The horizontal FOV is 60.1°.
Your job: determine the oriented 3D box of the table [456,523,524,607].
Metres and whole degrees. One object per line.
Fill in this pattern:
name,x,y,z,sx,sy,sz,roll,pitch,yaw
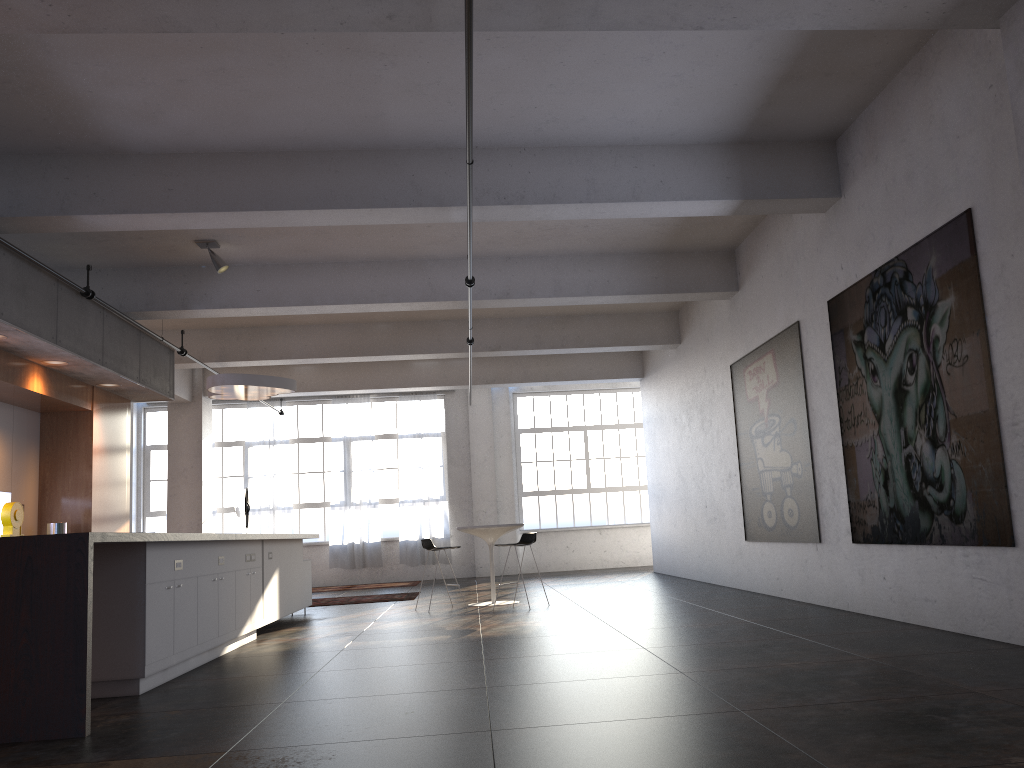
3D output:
table,-0.244,2.209,10.829,0.831,0.948,0.829,-3,-9,-4

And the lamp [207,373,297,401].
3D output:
lamp,-3.200,0.047,10.477,1.059,0.130,1.030,-12,-13,41

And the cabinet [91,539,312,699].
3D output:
cabinet,-2.778,1.918,8.082,0.925,0.927,5.650,-3,-10,-3

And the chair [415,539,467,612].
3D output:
chair,-0.849,2.269,10.439,0.514,0.892,0.457,1,-10,-27

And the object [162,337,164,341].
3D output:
object,-6.145,0.744,0.902,0.945,1.210,13.292,-4,-10,7

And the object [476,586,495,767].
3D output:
object,-3.543,1.935,4.320,19.810,0.001,27.211,-3,-10,-4

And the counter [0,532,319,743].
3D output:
counter,-2.763,1.787,7.482,1.145,0.967,6.658,-3,-10,-3

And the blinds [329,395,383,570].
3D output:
blinds,-3.183,1.864,17.874,1.042,3.684,0.338,-2,-8,-8

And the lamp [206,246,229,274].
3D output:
lamp,-3.019,-1.282,9.085,0.225,0.286,0.130,0,-9,-21

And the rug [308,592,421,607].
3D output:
rug,-2.831,3.175,12.923,2.894,0.029,1.855,-3,-10,-5

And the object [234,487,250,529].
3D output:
object,-4.778,2.785,15.564,1.184,1.913,1.056,-2,-9,-4

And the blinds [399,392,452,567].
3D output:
blinds,-1.816,1.801,18.011,1.034,3.738,0.341,-2,-8,-7

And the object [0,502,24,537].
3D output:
object,-4.873,1.345,8.653,0.100,0.380,0.274,-3,-9,-3

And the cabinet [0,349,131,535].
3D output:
cabinet,-5.608,0.822,6.568,2.387,2.553,8.109,-3,-9,-3

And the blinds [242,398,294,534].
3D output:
blinds,-4.879,1.948,17.718,1.036,3.662,0.360,-2,-8,-6

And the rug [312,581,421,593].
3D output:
rug,-3.308,3.820,16.536,3.142,0.009,1.814,-2,-10,-5

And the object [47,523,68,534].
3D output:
object,-4.764,1.545,9.277,0.187,0.169,0.195,-12,-12,44

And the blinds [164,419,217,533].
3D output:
blinds,-6.380,2.015,17.603,1.030,3.700,0.314,-2,-8,-6
